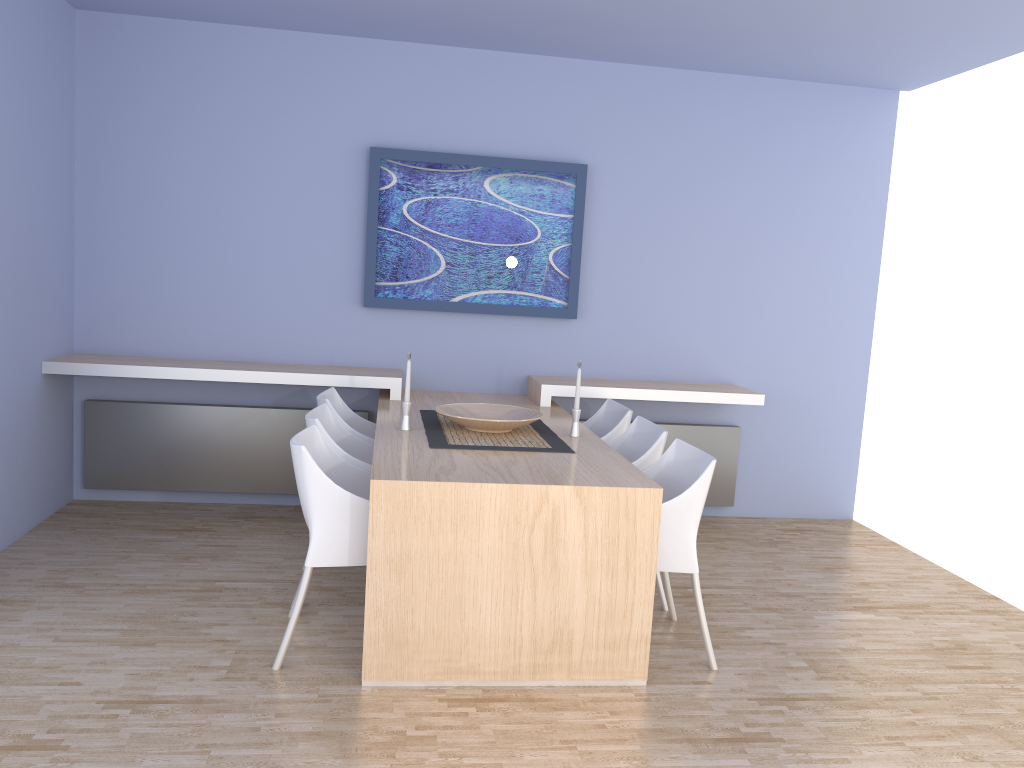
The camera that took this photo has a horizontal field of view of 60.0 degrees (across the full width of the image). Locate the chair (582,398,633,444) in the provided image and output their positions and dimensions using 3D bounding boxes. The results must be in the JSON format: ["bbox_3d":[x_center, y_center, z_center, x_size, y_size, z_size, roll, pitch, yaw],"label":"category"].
[{"bbox_3d":[0.369,0.491,4.658,0.486,0.793,0.510,3,7,-8],"label":"chair"}]

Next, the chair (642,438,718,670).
[{"bbox_3d":[0.526,0.637,3.495,0.486,0.793,0.510,3,7,-8],"label":"chair"}]

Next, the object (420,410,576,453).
[{"bbox_3d":[-0.104,0.206,4.047,0.594,0.005,0.986,3,7,-9],"label":"object"}]

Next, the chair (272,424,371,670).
[{"bbox_3d":[-0.609,0.585,3.335,0.486,0.793,0.510,3,7,-8],"label":"chair"}]

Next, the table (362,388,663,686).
[{"bbox_3d":[-0.150,0.550,4.193,1.002,0.718,2.340,3,7,-8],"label":"table"}]

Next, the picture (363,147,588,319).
[{"bbox_3d":[-0.209,-0.862,5.148,1.252,0.901,0.049,3,7,-8],"label":"picture"}]

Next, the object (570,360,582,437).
[{"bbox_3d":[0.294,0.063,3.993,0.045,0.349,0.045,3,7,-8],"label":"object"}]

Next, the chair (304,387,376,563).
[{"bbox_3d":[-0.762,0.443,4.464,0.486,0.793,0.510,3,7,-8],"label":"chair"}]

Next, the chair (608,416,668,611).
[{"bbox_3d":[0.447,0.563,4.080,0.486,0.793,0.510,3,7,-7],"label":"chair"}]

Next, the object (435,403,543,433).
[{"bbox_3d":[-0.106,0.164,4.044,0.493,0.081,0.493,5,7,10],"label":"object"}]

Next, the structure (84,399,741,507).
[{"bbox_3d":[-0.504,0.426,5.270,3.843,0.503,0.064,3,7,-8],"label":"structure"}]

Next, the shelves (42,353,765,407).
[{"bbox_3d":[-0.540,0.361,5.073,3.901,0.840,0.463,3,7,-8],"label":"shelves"}]

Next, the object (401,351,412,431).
[{"bbox_3d":[-0.458,0.028,3.887,0.045,0.349,0.045,8,8,33],"label":"object"}]

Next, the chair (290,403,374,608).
[{"bbox_3d":[-0.685,0.514,3.899,0.486,0.793,0.510,3,7,-8],"label":"chair"}]
